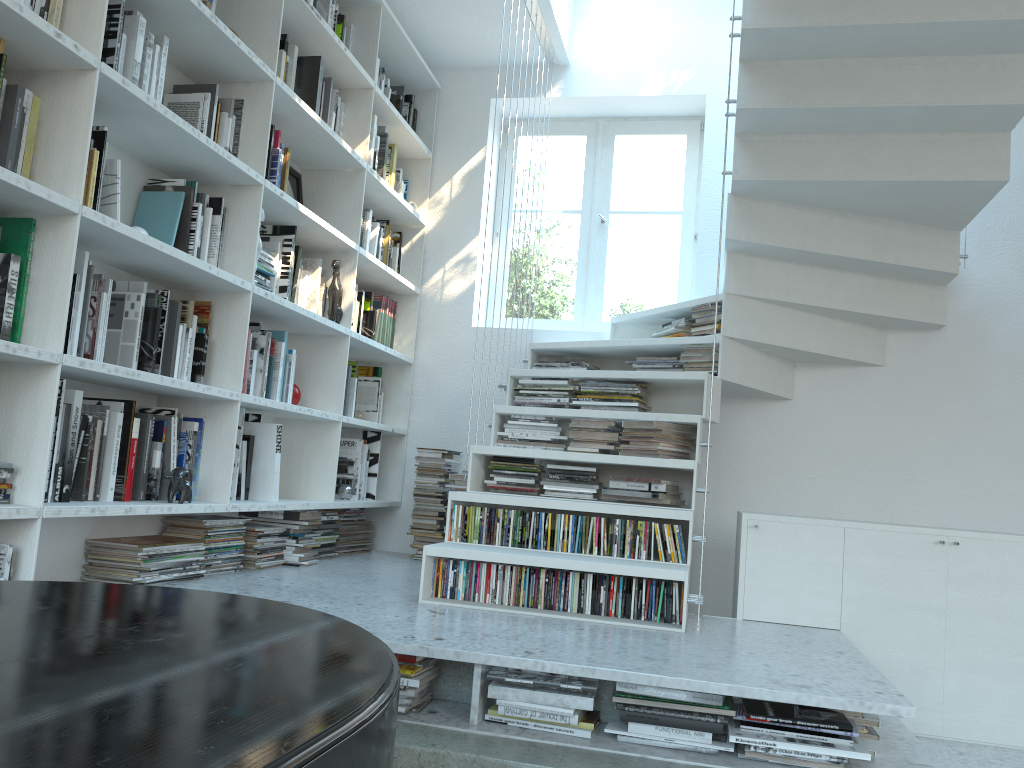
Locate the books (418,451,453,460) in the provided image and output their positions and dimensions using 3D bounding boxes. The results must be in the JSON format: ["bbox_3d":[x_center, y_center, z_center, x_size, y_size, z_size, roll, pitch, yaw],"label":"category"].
[{"bbox_3d":[-0.375,0.352,4.349,0.123,0.025,0.232,3,-6,10],"label":"books"}]

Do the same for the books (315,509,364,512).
[{"bbox_3d":[-0.845,0.610,4.306,0.159,0.009,0.285,3,-6,13],"label":"books"}]

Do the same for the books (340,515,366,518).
[{"bbox_3d":[-0.838,0.637,4.301,0.161,0.009,0.254,3,-7,17],"label":"books"}]

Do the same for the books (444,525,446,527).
[{"bbox_3d":[-0.206,0.688,4.268,0.189,0.006,0.250,3,-6,11],"label":"books"}]

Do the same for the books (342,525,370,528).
[{"bbox_3d":[-0.848,0.679,4.301,0.207,0.008,0.328,3,-6,15],"label":"books"}]

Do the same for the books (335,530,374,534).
[{"bbox_3d":[-0.850,0.709,4.298,0.205,0.007,0.368,2,-7,21],"label":"books"}]

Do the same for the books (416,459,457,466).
[{"bbox_3d":[-0.370,0.385,4.344,0.150,0.014,0.206,3,-6,13],"label":"books"}]

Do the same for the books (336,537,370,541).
[{"bbox_3d":[-0.847,0.739,4.293,0.207,0.008,0.328,3,-7,17],"label":"books"}]

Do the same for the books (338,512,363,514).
[{"bbox_3d":[-0.843,0.619,4.304,0.161,0.009,0.254,3,-6,12],"label":"books"}]

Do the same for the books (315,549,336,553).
[{"bbox_3d":[-0.943,0.728,3.901,0.201,0.009,0.360,3,-6,14],"label":"books"}]

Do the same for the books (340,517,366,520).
[{"bbox_3d":[-0.841,0.646,4.301,0.159,0.009,0.285,3,-6,16],"label":"books"}]

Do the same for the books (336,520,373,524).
[{"bbox_3d":[-0.838,0.664,4.300,0.207,0.008,0.328,3,-7,18],"label":"books"}]

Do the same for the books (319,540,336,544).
[{"bbox_3d":[-0.940,0.692,3.905,0.201,0.009,0.360,3,-6,12],"label":"books"}]

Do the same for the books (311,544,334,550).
[{"bbox_3d":[-0.941,0.710,3.903,0.202,0.009,0.321,3,-6,12],"label":"books"}]

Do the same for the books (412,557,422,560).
[{"bbox_3d":[-0.372,0.848,4.334,0.147,0.008,0.291,3,-6,14],"label":"books"}]

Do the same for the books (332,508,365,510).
[{"bbox_3d":[-0.840,0.601,4.306,0.161,0.009,0.254,3,-6,15],"label":"books"}]

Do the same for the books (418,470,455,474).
[{"bbox_3d":[-0.371,0.433,4.339,0.137,0.006,0.233,4,-6,8],"label":"books"}]

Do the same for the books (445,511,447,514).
[{"bbox_3d":[-0.194,0.626,4.273,0.173,0.014,0.290,3,-6,15],"label":"books"}]

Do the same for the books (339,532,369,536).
[{"bbox_3d":[-0.848,0.716,4.296,0.207,0.008,0.328,3,-6,16],"label":"books"}]

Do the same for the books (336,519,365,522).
[{"bbox_3d":[-0.842,0.655,4.300,0.161,0.009,0.254,3,-6,16],"label":"books"}]

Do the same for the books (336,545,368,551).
[{"bbox_3d":[-0.854,0.785,4.289,0.207,0.008,0.328,3,-6,16],"label":"books"}]

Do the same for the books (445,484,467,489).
[{"bbox_3d":[-0.190,0.500,4.286,0.177,0.012,0.279,3,-7,17],"label":"books"}]

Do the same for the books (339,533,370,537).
[{"bbox_3d":[-0.849,0.724,4.295,0.207,0.008,0.328,2,-7,20],"label":"books"}]

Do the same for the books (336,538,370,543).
[{"bbox_3d":[-0.853,0.746,4.294,0.205,0.007,0.368,3,-6,15],"label":"books"}]

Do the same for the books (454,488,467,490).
[{"bbox_3d":[-0.172,0.510,4.281,0.146,0.006,0.295,3,-6,11],"label":"books"}]

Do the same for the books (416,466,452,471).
[{"bbox_3d":[-0.379,0.416,4.342,0.131,0.011,0.183,3,-6,11],"label":"books"}]

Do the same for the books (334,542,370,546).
[{"bbox_3d":[-0.852,0.761,4.292,0.207,0.008,0.328,3,-6,16],"label":"books"}]

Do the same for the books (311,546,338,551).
[{"bbox_3d":[-0.936,0.719,3.901,0.201,0.009,0.360,3,-6,16],"label":"books"}]

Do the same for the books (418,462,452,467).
[{"bbox_3d":[-0.376,0.397,4.344,0.121,0.011,0.215,4,-6,8],"label":"books"}]

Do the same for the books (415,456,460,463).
[{"bbox_3d":[-0.364,0.372,4.344,0.155,0.014,0.235,3,-6,14],"label":"books"}]

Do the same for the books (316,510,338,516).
[{"bbox_3d":[-0.933,0.568,3.921,0.198,0.017,0.354,3,-6,13],"label":"books"}]

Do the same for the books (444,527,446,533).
[{"bbox_3d":[-0.199,0.704,4.255,0.188,0.027,0.254,3,-6,13],"label":"books"}]

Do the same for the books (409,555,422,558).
[{"bbox_3d":[-0.374,0.841,4.335,0.186,0.004,0.266,3,-6,12],"label":"books"}]

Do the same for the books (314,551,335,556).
[{"bbox_3d":[-0.932,0.738,3.898,0.201,0.009,0.360,4,-6,8],"label":"books"}]

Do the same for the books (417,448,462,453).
[{"bbox_3d":[-0.355,0.326,4.348,0.152,0.006,0.231,3,-7,18],"label":"books"}]

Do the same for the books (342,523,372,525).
[{"bbox_3d":[-0.850,0.671,4.303,0.207,0.008,0.328,2,-7,22],"label":"books"}]

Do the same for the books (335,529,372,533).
[{"bbox_3d":[-0.844,0.701,4.297,0.207,0.008,0.328,2,-7,19],"label":"books"}]

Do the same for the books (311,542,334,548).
[{"bbox_3d":[-0.937,0.701,3.903,0.202,0.009,0.321,3,-6,11],"label":"books"}]

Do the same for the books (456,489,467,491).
[{"bbox_3d":[-0.168,0.517,4.279,0.131,0.007,0.250,3,-7,17],"label":"books"}]

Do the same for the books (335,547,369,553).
[{"bbox_3d":[-0.849,0.793,4.287,0.207,0.008,0.328,3,-7,18],"label":"books"}]

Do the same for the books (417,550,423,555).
[{"bbox_3d":[-0.369,0.821,4.336,0.138,0.017,0.237,3,-6,10],"label":"books"}]

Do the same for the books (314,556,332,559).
[{"bbox_3d":[-0.944,0.755,3.899,0.202,0.009,0.321,3,-6,12],"label":"books"}]

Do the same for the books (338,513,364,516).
[{"bbox_3d":[-0.847,0.628,4.304,0.159,0.009,0.285,3,-6,13],"label":"books"}]

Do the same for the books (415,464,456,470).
[{"bbox_3d":[-0.374,0.407,4.343,0.144,0.009,0.227,3,-6,13],"label":"books"}]

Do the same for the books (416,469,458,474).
[{"bbox_3d":[-0.368,0.426,4.339,0.160,0.008,0.193,3,-6,13],"label":"books"}]

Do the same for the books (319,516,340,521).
[{"bbox_3d":[-0.928,0.586,3.918,0.198,0.017,0.354,3,-6,15],"label":"books"}]

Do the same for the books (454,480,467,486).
[{"bbox_3d":[-0.178,0.482,4.286,0.157,0.025,0.234,4,-6,9],"label":"books"}]

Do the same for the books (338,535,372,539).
[{"bbox_3d":[-0.846,0.731,4.293,0.205,0.007,0.368,3,-7,17],"label":"books"}]

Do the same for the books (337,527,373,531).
[{"bbox_3d":[-0.841,0.694,4.297,0.207,0.008,0.328,3,-7,18],"label":"books"}]

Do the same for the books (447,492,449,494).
[{"bbox_3d":[-0.190,0.535,4.282,0.189,0.006,0.250,3,-6,13],"label":"books"}]

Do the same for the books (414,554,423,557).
[{"bbox_3d":[-0.368,0.834,4.334,0.142,0.010,0.298,3,-6,12],"label":"books"}]

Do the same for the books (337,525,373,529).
[{"bbox_3d":[-0.842,0.686,4.298,0.205,0.007,0.368,3,-7,17],"label":"books"}]

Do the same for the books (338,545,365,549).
[{"bbox_3d":[-0.861,0.776,4.293,0.207,0.008,0.328,3,-6,13],"label":"books"}]

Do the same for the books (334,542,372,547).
[{"bbox_3d":[-0.849,0.769,4.290,0.205,0.007,0.368,2,-7,19],"label":"books"}]

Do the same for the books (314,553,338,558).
[{"bbox_3d":[-0.933,0.747,3.897,0.202,0.009,0.321,3,-7,18],"label":"books"}]

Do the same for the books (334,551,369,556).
[{"bbox_3d":[-0.855,0.807,4.287,0.205,0.007,0.368,3,-6,16],"label":"books"}]

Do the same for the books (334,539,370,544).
[{"bbox_3d":[-0.854,0.754,4.293,0.207,0.008,0.328,2,-7,21],"label":"books"}]

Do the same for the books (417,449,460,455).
[{"bbox_3d":[-0.360,0.334,4.348,0.159,0.011,0.229,3,-6,12],"label":"books"}]

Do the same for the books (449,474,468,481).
[{"bbox_3d":[-0.181,0.457,4.289,0.161,0.026,0.268,3,-7,18],"label":"books"}]
